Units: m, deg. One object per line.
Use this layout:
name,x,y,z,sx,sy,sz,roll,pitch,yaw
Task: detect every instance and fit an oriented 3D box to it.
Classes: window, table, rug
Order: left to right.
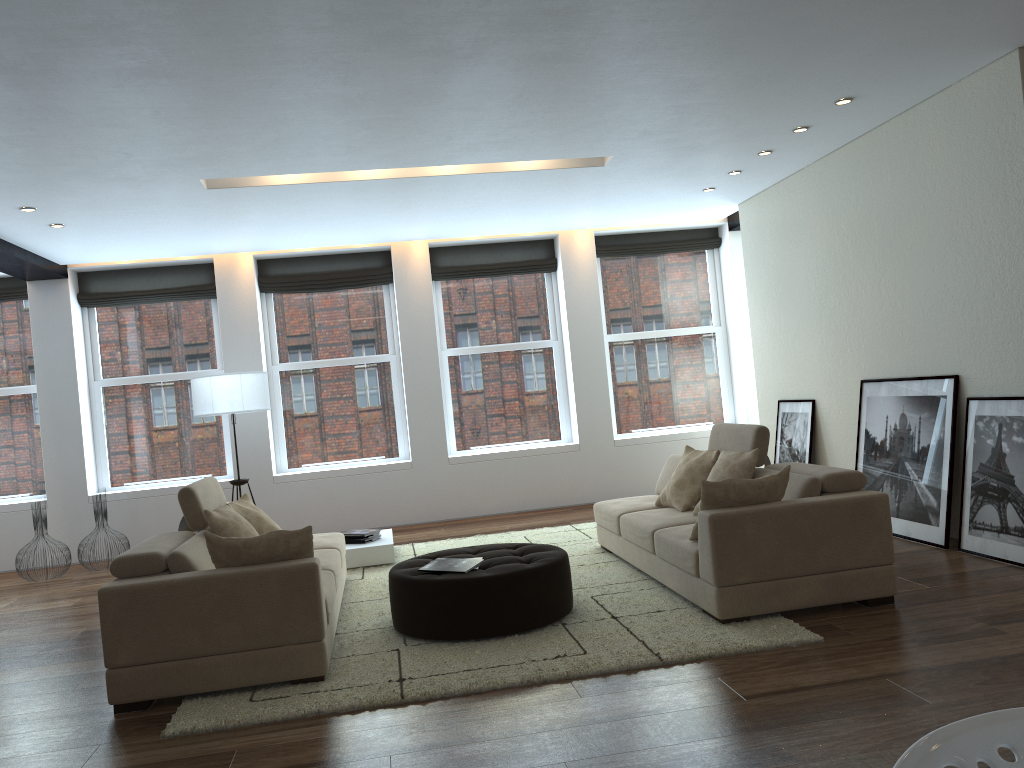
window,-5.534,0.128,9.181,1.391,2.400,0.123,-5,-1,-9
window,-3.751,-0.041,9.452,1.432,2.400,0.123,-5,-1,-9
window,-1.943,-0.212,9.727,1.442,2.400,0.123,-5,-1,-9
table,-1.453,1.421,7.495,0.900,0.170,0.900,-5,-1,-9
rug,-0.316,1.391,6.030,2.972,0.020,4.231,-5,-1,-9
window,-0.130,-0.384,10.003,1.443,2.400,0.123,-5,-1,-9
window,1.743,-0.561,10.288,1.563,2.400,0.123,-5,-1,-9

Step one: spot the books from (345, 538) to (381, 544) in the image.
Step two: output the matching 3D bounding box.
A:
books,-1.286,1.314,7.430,0.300,0.010,0.220,-6,-1,26

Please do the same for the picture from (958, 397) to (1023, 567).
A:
picture,2.996,0.578,5.437,0.195,0.988,0.700,-5,-1,-9

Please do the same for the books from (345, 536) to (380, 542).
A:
books,-1.288,1.295,7.430,0.300,0.010,0.220,-6,-1,26

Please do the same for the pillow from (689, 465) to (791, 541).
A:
pillow,1.229,0.655,4.819,0.518,0.393,0.395,-5,-1,-12

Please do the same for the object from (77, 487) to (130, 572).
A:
object,-3.911,1.381,8.464,0.458,0.781,0.458,-5,-1,-9

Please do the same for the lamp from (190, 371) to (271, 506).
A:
lamp,-2.583,0.773,8.354,0.698,1.728,0.698,-6,-1,15

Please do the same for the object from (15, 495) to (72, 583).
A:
object,-4.338,1.419,8.179,0.458,0.781,0.458,-5,-1,-9

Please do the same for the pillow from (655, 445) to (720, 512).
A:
pillow,1.245,0.657,6.222,0.368,0.416,0.519,-5,-1,-13

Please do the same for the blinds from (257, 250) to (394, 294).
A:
blinds,-2.028,-1.217,9.676,1.439,0.424,0.156,-5,-1,-9

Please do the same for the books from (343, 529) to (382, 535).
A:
books,-1.282,1.246,7.453,0.300,0.010,0.220,-6,-1,31

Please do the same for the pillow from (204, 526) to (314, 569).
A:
pillow,-1.230,0.888,4.445,0.518,0.393,0.395,-5,-1,-5

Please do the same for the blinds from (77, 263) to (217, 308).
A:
blinds,-3.836,-1.052,9.386,1.431,0.395,0.183,-5,-1,-9

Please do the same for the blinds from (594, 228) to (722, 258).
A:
blinds,1.651,-1.627,10.238,1.563,0.275,0.156,-5,-1,-9

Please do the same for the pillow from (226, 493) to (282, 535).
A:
pillow,-1.658,0.932,5.780,0.368,0.416,0.519,-5,-1,-4

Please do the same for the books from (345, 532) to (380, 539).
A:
books,-1.290,1.275,7.430,0.300,0.010,0.220,-6,-1,16

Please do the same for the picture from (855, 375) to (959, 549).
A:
picture,2.824,0.531,6.445,0.225,1.140,1.183,-5,-1,-9

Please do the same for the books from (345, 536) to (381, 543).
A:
books,-1.276,1.304,7.453,0.300,0.010,0.220,-6,-1,11

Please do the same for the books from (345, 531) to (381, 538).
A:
books,-1.280,1.265,7.453,0.300,0.010,0.220,-6,-1,6

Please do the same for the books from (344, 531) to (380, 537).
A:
books,-1.292,1.256,7.431,0.300,0.010,0.220,-6,-1,26

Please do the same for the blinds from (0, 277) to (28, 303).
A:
blinds,-5.628,-0.943,9.130,1.396,0.275,0.156,-5,-1,-9

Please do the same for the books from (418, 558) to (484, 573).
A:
books,-0.338,1.009,4.929,0.301,0.040,0.220,-6,-1,26

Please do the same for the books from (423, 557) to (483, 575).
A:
books,-0.326,1.015,4.952,0.300,0.031,0.219,-6,-1,6

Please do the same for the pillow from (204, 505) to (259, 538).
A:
pillow,-1.579,0.907,5.161,0.301,0.439,0.534,-5,-1,-5

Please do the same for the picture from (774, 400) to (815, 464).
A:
picture,2.586,0.646,8.181,0.195,0.988,0.700,-5,-1,-9

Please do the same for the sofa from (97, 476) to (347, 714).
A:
sofa,-1.590,1.041,5.413,1.021,0.950,2.581,-5,-1,-9

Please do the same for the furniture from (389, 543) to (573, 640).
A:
furniture,-0.181,1.182,5.164,1.057,0.355,1.057,-5,-1,-7

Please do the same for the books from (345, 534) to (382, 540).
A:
books,-1.278,1.285,7.453,0.300,0.010,0.220,-6,-1,41

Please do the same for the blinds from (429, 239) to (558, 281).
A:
blinds,-0.217,-1.395,9.952,1.442,0.393,0.156,-5,-1,-9

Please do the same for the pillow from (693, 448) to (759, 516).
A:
pillow,1.349,0.630,5.606,0.301,0.439,0.534,-5,-1,-12

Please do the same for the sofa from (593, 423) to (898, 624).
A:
sofa,1.310,0.766,5.854,1.021,0.950,2.581,-5,-1,-9

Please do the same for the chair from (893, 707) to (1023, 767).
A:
chair,0.714,0.826,0.855,0.495,0.835,0.581,-5,-1,-9
